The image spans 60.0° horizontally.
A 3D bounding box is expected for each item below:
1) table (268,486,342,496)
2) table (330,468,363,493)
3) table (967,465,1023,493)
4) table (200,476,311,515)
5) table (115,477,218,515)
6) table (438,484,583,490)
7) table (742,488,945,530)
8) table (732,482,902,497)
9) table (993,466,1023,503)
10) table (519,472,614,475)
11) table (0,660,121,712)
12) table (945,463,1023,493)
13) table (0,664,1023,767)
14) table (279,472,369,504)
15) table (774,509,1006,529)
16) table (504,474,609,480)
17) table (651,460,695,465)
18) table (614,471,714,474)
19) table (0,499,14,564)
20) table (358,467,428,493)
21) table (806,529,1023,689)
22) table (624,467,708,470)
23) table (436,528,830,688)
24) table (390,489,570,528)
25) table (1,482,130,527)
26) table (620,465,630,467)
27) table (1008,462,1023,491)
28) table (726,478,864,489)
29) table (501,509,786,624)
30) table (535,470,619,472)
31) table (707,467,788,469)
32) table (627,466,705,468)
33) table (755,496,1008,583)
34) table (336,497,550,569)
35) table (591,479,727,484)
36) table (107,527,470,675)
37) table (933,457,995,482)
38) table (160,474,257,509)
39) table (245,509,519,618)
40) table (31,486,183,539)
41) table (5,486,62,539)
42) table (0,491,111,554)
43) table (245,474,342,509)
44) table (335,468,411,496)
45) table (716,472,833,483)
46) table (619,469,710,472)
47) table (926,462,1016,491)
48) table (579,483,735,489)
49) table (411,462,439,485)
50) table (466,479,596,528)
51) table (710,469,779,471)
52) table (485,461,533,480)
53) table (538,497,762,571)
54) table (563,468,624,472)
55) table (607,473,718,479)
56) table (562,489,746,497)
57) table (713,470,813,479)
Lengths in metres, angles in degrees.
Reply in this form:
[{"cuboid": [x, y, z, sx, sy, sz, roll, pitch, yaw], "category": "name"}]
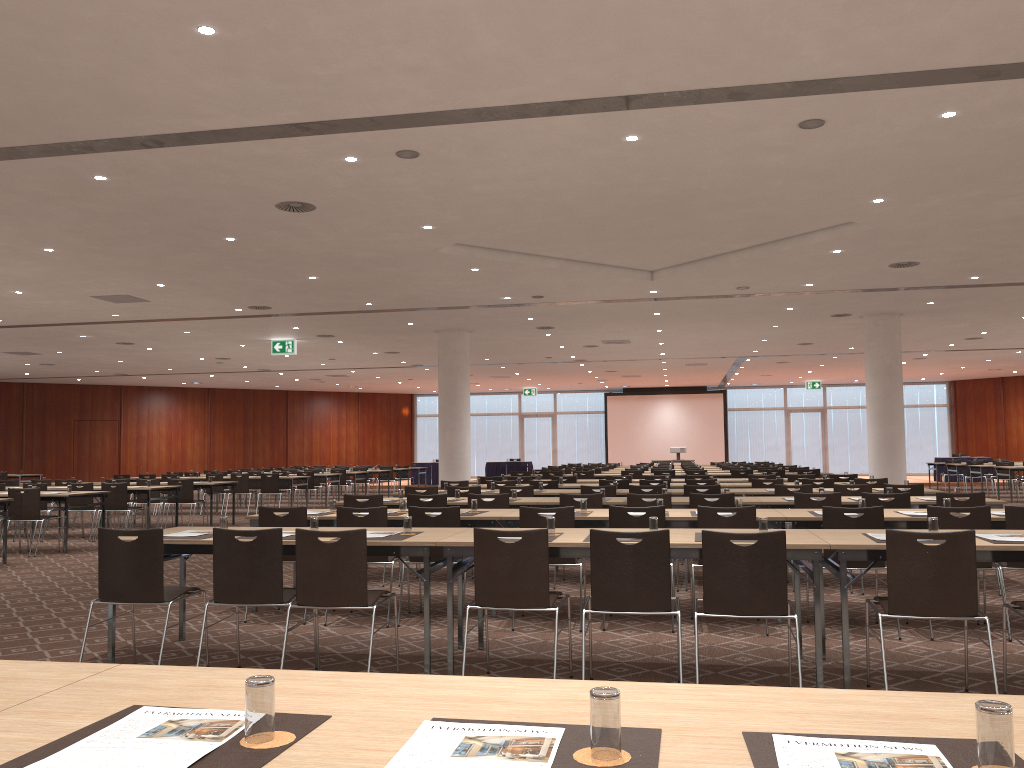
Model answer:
[{"cuboid": [-6.696, 3.196, 28.770, 2.267, 0.832, 0.954, -1, -4, 10], "category": "table"}, {"cuboid": [-6.333, 3.338, 30.733, 2.267, 0.832, 0.954, -1, -4, 10], "category": "table"}, {"cuboid": [13.242, 2.527, 23.085, 2.267, 0.832, 0.954, -1, -4, 10], "category": "table"}, {"cuboid": [-5.915, 2.569, 20.508, 2.267, 0.832, 0.954, -1, -4, 10], "category": "table"}, {"cuboid": [-8.147, 2.627, 20.917, 2.267, 0.832, 0.954, -1, -4, 10], "category": "table"}, {"cuboid": [-0.032, 1.999, 13.848, 2.267, 0.832, 0.954, -1, -4, 10], "category": "table"}, {"cuboid": [4.069, 1.741, 11.067, 2.267, 0.832, 0.954, -1, -4, 10], "category": "table"}, {"cuboid": [4.432, 1.883, 13.030, 2.267, 0.832, 0.954, -1, -4, 10], "category": "table"}, {"cuboid": [12.879, 2.385, 21.122, 2.267, 0.832, 0.954, -1, -4, 10], "category": "table"}, {"cuboid": [1.328, 2.533, 21.210, 2.267, 0.832, 0.954, -1, -4, 10], "category": "table"}, {"cuboid": [-2.217, 1.142, 2.028, 2.267, 0.832, 0.954, -1, -4, 10], "category": "table"}, {"cuboid": [13.605, 2.669, 25.048, 2.267, 0.832, 0.954, -1, -4, 10], "category": "table"}, {"cuboid": [0.015, 1.084, 1.618, 2.267, 0.832, 0.954, -1, -4, 10], "category": "table"}, {"cuboid": [-5.190, 2.853, 24.434, 2.267, 0.832, 0.954, -1, -4, 10], "category": "table"}, {"cuboid": [3.343, 1.456, 7.141, 2.267, 0.832, 0.954, -1, -4, 10], "category": "table"}, {"cuboid": [0.965, 2.390, 19.247, 2.267, 0.832, 0.954, -1, -4, 10], "category": "table"}, {"cuboid": [5.783, 3.148, 31.806, 1.539, 0.832, 0.954, -1, -4, 10], "category": "table"}, {"cuboid": [3.560, 2.475, 20.801, 2.267, 0.832, 0.954, -1, -4, 10], "category": "table"}, {"cuboid": [-7.639, 1.893, 11.184, 2.267, 0.832, 0.954, -1, -4, 10], "category": "table"}, {"cuboid": [-4.101, 3.280, 30.323, 2.267, 0.832, 0.954, -1, -4, 10], "category": "table"}, {"cuboid": [2.981, 1.314, 5.178, 2.267, 0.832, 0.954, -1, -4, 10], "category": "table"}, {"cuboid": [4.286, 2.759, 24.727, 2.267, 0.832, 0.954, -1, -4, 10], "category": "table"}, {"cuboid": [0.748, 1.372, 5.587, 2.267, 0.832, 0.954, -1, -4, 10], "category": "table"}, {"cuboid": [-0.395, 1.857, 11.885, 2.267, 0.832, 0.954, -1, -4, 10], "category": "table"}, {"cuboid": [-8.782, 2.378, 17.482, 2.267, 0.832, 0.954, -1, -4, 10], "category": "table"}, {"cuboid": [2.780, 3.102, 29.062, 2.267, 0.832, 0.954, -1, -4, 10], "category": "table"}, {"cuboid": [16.200, 2.754, 26.601, 2.267, 0.832, 0.954, -1, -4, 10], "category": "table"}, {"cuboid": [4.795, 2.025, 14.993, 2.267, 0.832, 0.954, -1, -4, 10], "category": "table"}, {"cuboid": [1.111, 1.514, 7.550, 2.267, 0.832, 0.954, -1, -4, 10], "category": "table"}, {"cuboid": [1.691, 2.675, 23.173, 2.267, 0.832, 0.954, -1, -4, 10], "category": "table"}, {"cuboid": [6.518, 2.701, 24.317, 2.267, 0.832, 0.954, -1, -4, 10], "category": "table"}, {"cuboid": [4.649, 2.902, 26.690, 2.267, 0.832, 0.954, -1, -4, 10], "category": "table"}, {"cuboid": [3.706, 1.598, 9.104, 2.267, 0.832, 0.954, -1, -4, 10], "category": "table"}, {"cuboid": [-0.758, 1.714, 9.922, 2.267, 0.832, 0.954, -1, -4, 10], "category": "table"}, {"cuboid": [2.563, 2.083, 15.402, 2.267, 0.832, 0.954, -1, -4, 10], "category": "table"}, {"cuboid": [-1.484, 1.430, 5.996, 2.267, 0.832, 0.954, -1, -4, 10], "category": "table"}, {"cuboid": [15.307, 2.899, 30.043, 1.712, 0.832, 1.042, -1, -4, 10], "category": "table"}, {"cuboid": [-7.785, 2.769, 22.880, 2.267, 0.832, 0.954, -1, -4, 10], "category": "table"}, {"cuboid": [-1.121, 1.572, 7.959, 2.267, 0.832, 0.954, -1, -4, 10], "category": "table"}, {"cuboid": [-6.913, 2.177, 15.110, 2.267, 0.832, 0.954, -1, -4, 10], "category": "table"}, {"cuboid": [-9.145, 2.235, 15.519, 2.267, 0.832, 0.954, -1, -4, 10], "category": "table"}, {"cuboid": [-7.276, 2.035, 13.147, 2.267, 0.832, 0.954, -1, -4, 10], "category": "table"}, {"cuboid": [-5.552, 2.711, 22.471, 2.267, 0.832, 0.954, -1, -4, 10], "category": "table"}, {"cuboid": [-4.464, 3.138, 28.360, 2.267, 0.832, 0.954, -1, -4, 10], "category": "table"}, {"cuboid": [5.430, 2.274, 18.428, 2.267, 0.832, 0.954, -1, -4, 10], "category": "table"}, {"cuboid": [3.923, 2.617, 22.764, 2.267, 0.832, 0.954, -1, -4, 10], "category": "table"}, {"cuboid": [13.968, 2.812, 27.011, 2.267, 0.832, 0.954, -1, -4, 10], "category": "table"}, {"cuboid": [2.200, 1.941, 13.439, 2.267, 0.832, 0.954, -1, -4, 10], "category": "table"}, {"cuboid": [-2.900, 3.372, 33.381, 1.712, 0.832, 1.042, -1, -4, 10], "category": "table"}, {"cuboid": [0.330, 2.141, 15.811, 2.267, 0.832, 0.954, -1, -4, 10], "category": "table"}, {"cuboid": [6.155, 2.559, 22.354, 2.267, 0.832, 0.954, -1, -4, 10], "category": "table"}, {"cuboid": [-0.103, 3.299, 32.868, 1.712, 0.832, 1.042, -1, -4, 10], "category": "table"}, {"cuboid": [1.474, 1.656, 9.513, 2.267, 0.832, 0.954, -1, -4, 10], "category": "table"}, {"cuboid": [2.054, 2.817, 25.136, 2.267, 0.832, 0.954, -1, -4, 10], "category": "table"}, {"cuboid": [3.198, 2.332, 18.837, 2.267, 0.832, 0.954, -1, -4, 10], "category": "table"}, {"cuboid": [1.837, 1.799, 11.476, 2.267, 0.832, 0.954, -1, -4, 10], "category": "table"}, {"cuboid": [5.793, 2.417, 20.391, 2.267, 0.832, 0.954, -1, -4, 10], "category": "table"}]
